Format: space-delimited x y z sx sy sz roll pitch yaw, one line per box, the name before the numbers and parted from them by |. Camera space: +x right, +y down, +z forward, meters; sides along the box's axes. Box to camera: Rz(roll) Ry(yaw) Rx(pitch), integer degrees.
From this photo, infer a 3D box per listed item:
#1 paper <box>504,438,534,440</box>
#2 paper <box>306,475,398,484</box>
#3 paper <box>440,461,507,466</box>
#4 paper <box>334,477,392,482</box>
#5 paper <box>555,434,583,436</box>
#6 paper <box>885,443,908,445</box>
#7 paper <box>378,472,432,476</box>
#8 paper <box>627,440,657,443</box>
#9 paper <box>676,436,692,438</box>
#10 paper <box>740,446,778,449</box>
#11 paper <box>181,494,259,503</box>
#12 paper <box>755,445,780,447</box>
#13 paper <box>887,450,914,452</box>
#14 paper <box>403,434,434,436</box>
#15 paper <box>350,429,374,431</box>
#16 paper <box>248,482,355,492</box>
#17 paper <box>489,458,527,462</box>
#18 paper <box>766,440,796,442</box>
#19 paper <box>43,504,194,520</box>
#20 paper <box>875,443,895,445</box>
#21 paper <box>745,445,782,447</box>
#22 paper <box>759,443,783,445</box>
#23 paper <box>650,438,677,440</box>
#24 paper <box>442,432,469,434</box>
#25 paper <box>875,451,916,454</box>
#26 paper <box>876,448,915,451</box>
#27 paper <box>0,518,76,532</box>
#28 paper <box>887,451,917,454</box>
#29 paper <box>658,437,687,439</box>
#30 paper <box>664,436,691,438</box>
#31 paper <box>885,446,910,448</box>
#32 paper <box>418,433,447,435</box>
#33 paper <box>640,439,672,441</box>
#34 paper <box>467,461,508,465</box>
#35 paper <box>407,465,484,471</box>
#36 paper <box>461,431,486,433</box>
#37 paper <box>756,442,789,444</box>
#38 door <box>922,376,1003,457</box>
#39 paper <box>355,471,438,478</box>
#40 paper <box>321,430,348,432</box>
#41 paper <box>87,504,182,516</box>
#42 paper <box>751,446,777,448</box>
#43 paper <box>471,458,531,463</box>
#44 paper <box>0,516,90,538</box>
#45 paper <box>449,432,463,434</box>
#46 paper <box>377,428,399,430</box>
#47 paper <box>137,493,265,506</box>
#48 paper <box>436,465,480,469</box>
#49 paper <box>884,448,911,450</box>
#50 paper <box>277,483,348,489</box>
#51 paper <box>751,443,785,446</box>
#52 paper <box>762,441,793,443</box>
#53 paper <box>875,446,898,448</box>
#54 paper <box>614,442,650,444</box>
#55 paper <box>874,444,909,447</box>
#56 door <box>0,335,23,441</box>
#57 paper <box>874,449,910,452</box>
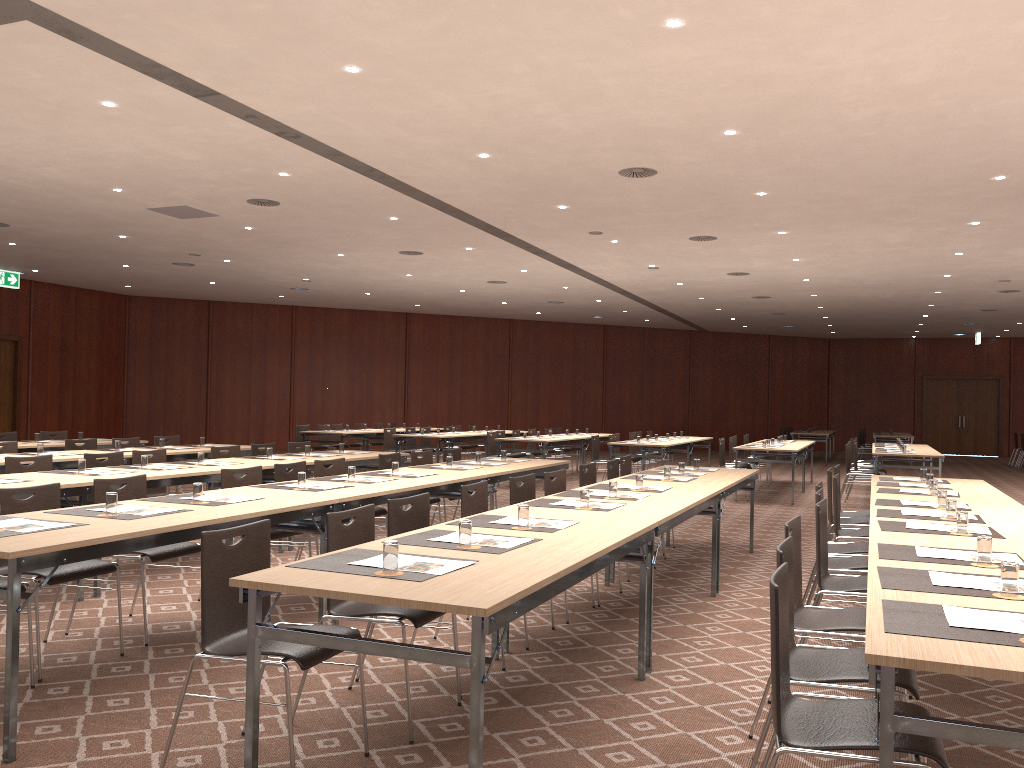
paper | 0.186 0.953 15.486 0.565 0.003 0.460 1 -1 24
paper | -1.226 0.734 6.813 0.565 0.003 0.460 1 -1 21
paper | -0.363 0.797 8.875 0.565 0.003 0.460 1 -1 24
paper | -1.149 0.731 6.810 0.398 0.006 0.283 1 -1 20
paper | 1.062 1.018 17.607 0.565 0.003 0.460 1 -1 22
paper | 7.180 1.124 16.547 0.398 0.006 0.283 1 -1 24
paper | -0.882 0.751 7.425 0.398 0.006 0.283 1 -1 25
paper | 2.272 0.996 15.366 0.565 0.003 0.460 1 -1 23
paper | 3.490 1.077 18.077 0.398 0.006 0.283 1 -1 22
paper | 3.883 1.001 13.992 0.565 0.003 0.460 1 -1 22
paper | -1.750 0.686 5.335 0.398 0.006 0.283 1 -1 21
paper | 4.220 1.018 14.624 0.398 0.006 0.283 1 -1 22
paper | 6.074 1.042 13.864 0.398 0.006 0.283 1 -1 24
paper | -1.643 0.931 16.286 0.565 0.003 0.460 1 -1 20
paper | -3.015 0.943 18.235 0.565 0.003 0.460 1 -1 22
paper | -1.461 0.715 6.184 0.565 0.003 0.460 1 -1 24
paper | -0.051 0.814 9.502 0.398 0.006 0.283 1 -1 22
paper | 5.252 1.102 17.281 0.565 0.003 0.460 1 -1 23
paper | -2.057 0.669 4.657 0.565 0.003 0.460 1 -1 22
paper | 7.084 1.127 16.559 0.565 0.003 0.460 1 -1 22
paper | 4.138 1.020 14.593 0.565 0.003 0.460 1 -1 22
paper | 4.451 1.037 15.251 0.398 0.006 0.283 1 -1 20
paper | 2.874 1.041 16.851 0.565 0.003 0.460 1 -1 21
paper | -1.162 0.967 17.460 0.565 0.003 0.460 1 -1 25
paper | 5.741 1.026 13.272 0.565 0.003 0.460 1 -1 22
paper | 6.233 1.062 14.442 0.565 0.003 0.460 1 -1 19
paper | -2.262 0.648 4.082 0.398 0.006 0.283 1 -1 23
paper | 5.834 1.024 13.274 0.398 0.006 0.283 1 -1 21
paper | 3.162 1.061 17.449 0.565 0.003 0.460 1 -1 26
paper | 3.381 1.079 18.064 0.565 0.003 0.460 1 -1 22
paper | 6.679 1.088 15.360 0.398 0.006 0.283 1 -1 24
paper | -1.445 0.948 16.869 0.565 0.003 0.460 1 -1 21
paper | 2.545 1.015 15.971 0.565 0.003 0.460 1 -1 24
paper | -0.280 0.796 8.900 0.398 0.006 0.283 1 -1 24
paper | -0.616 0.779 8.267 0.565 0.003 0.460 1 -1 23
paper | -0.799 0.995 18.378 0.565 0.003 0.460 1 -1 23
paper | 4.753 1.066 16.108 0.565 0.003 0.460 1 -1 23
door | 15.242 1.082 30.063 2.422 2.699 0.200 1 -1 22
paper | -0.964 0.752 7.367 0.565 0.003 0.460 1 -1 21
paper | -3.499 0.907 17.042 0.565 0.003 0.460 1 -1 20
paper | -2.002 0.667 4.712 0.398 0.006 0.283 1 -1 22
paper | 3.978 1.000 14.016 0.398 0.006 0.283 1 -1 22
paper | -0.132 0.816 9.504 0.565 0.003 0.460 1 -1 21
paper | -2.332 0.650 4.059 0.565 0.003 0.460 1 -1 22
paper | -1.096 0.965 17.485 0.398 0.006 0.283 1 -1 22
paper | -2.676 0.970 19.107 0.565 0.003 0.460 1 -1 24
paper | -1.848 0.687 5.280 0.565 0.003 0.460 1 -1 21
paper | -0.521 0.778 8.301 0.398 0.006 0.283 1 -1 22
paper | 6.303 1.061 14.490 0.398 0.006 0.283 1 -1 21
paper | -1.400 0.713 6.220 0.398 0.006 0.283 1 -1 22
paper | 4.399 1.039 15.220 0.565 0.003 0.460 1 -1 23
paper | 5.008 1.085 16.713 0.565 0.003 0.460 1 -1 22
paper | 6.581 1.089 15.339 0.565 0.003 0.460 1 -1 23
paper | 2.026 0.977 14.762 0.565 0.003 0.460 1 -1 22
paper | 6.822 1.108 15.953 0.565 0.003 0.460 1 -1 19
door | -11.550 0.254 18.789 0.200 2.699 2.423 1 -1 22
paper | 5.982 1.044 13.873 0.565 0.003 0.460 1 -1 24
